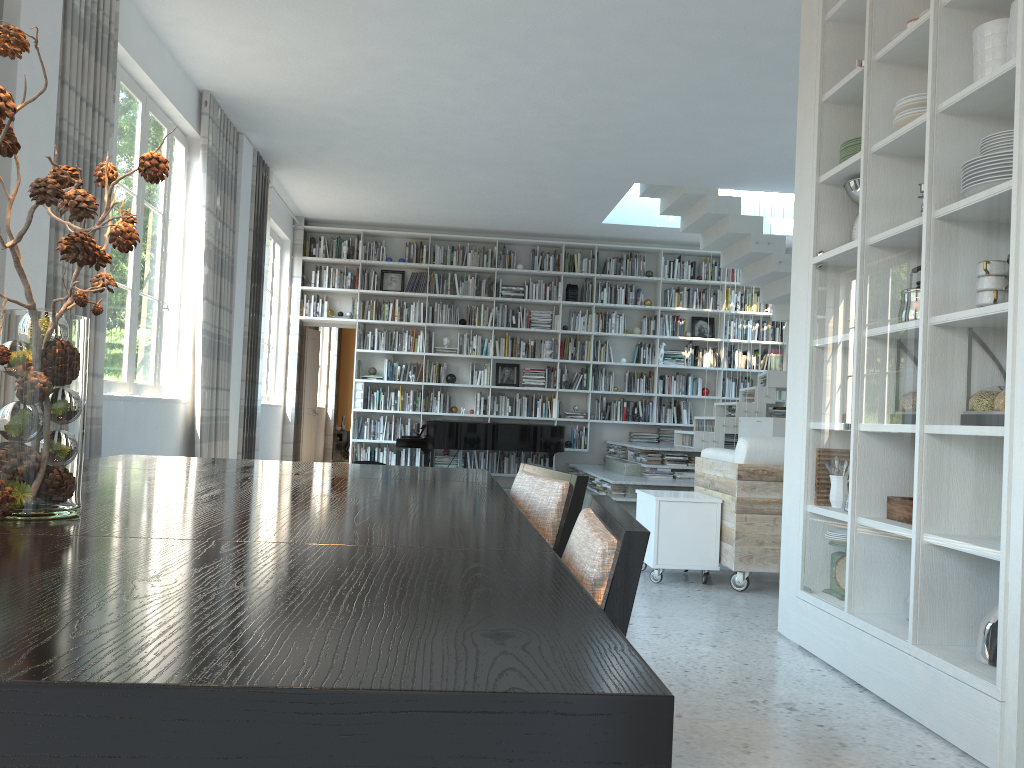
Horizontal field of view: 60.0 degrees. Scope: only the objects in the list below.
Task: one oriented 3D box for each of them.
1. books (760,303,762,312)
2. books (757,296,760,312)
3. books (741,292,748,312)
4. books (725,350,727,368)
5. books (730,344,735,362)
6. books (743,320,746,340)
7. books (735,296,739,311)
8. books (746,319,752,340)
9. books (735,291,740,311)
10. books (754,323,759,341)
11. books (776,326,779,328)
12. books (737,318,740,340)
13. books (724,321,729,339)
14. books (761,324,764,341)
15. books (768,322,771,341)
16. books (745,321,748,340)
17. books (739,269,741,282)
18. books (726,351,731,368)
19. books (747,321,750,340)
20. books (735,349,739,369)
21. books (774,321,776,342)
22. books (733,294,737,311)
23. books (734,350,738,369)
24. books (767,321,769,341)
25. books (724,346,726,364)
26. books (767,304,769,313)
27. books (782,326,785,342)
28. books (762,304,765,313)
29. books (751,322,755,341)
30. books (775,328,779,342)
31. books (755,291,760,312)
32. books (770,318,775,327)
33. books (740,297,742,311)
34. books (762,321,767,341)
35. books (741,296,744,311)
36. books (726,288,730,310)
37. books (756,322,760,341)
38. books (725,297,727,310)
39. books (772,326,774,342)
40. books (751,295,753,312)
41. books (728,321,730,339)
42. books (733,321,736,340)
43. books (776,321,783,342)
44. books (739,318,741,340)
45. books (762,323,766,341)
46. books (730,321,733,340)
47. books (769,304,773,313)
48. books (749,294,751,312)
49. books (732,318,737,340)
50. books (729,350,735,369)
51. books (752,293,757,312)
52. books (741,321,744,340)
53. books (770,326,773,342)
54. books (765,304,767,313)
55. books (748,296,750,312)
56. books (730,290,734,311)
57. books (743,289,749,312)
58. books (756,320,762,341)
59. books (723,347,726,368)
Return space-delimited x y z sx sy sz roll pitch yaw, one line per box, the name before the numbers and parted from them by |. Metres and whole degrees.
books | 3.200 -1.012 11.510 0.013 0.212 0.186 3 -2 -4
books | 3.172 -1.017 11.513 0.023 0.220 0.171 3 -2 -4
books | 2.987 -1.046 11.424 0.023 0.253 0.189 3 -2 -4
books | 2.746 -0.311 11.481 0.010 0.238 0.147 3 -2 -4
books | 2.856 -0.347 11.490 0.012 0.322 0.141 3 -2 -4
books | 2.991 -0.684 11.504 0.025 0.270 0.152 3 -2 -4
books | 2.877 -1.021 11.411 0.024 0.193 0.190 3 -2 -4
books | 3.065 -0.687 11.503 0.030 0.283 0.166 3 -2 -4
books | 2.901 -1.054 11.429 0.023 0.263 0.158 3 -2 -4
books | 3.143 -0.664 11.503 0.045 0.245 0.177 3 -2 -4
books | 3.440 -0.641 11.560 0.024 0.230 0.131 3 -2 -4
books | 2.917 -0.700 11.501 0.022 0.297 0.162 3 -2 -4
books | 2.771 -0.686 11.481 0.012 0.254 0.161 3 -2 -4
books | 3.233 -0.655 11.536 0.028 0.237 0.146 3 -2 -4
books | 3.314 -0.667 11.517 0.028 0.268 0.173 3 -2 -4
books | 3.016 -0.677 11.496 0.024 0.259 0.156 3 -2 -4
books | 2.934 -1.439 11.508 0.012 0.306 0.184 3 -2 -4
books | 2.793 -0.307 11.494 0.066 0.236 0.144 3 -2 -4
books | 3.039 -0.678 11.496 0.022 0.262 0.172 3 -2 -4
books | 2.899 -0.317 11.485 0.022 0.265 0.157 3 -2 -4
books | 3.396 -0.670 11.538 0.013 0.283 0.149 3 -2 -4
books | 2.841 -1.038 11.415 0.049 0.223 0.161 3 -2 -4
books | 2.875 -0.309 11.472 0.026 0.245 0.180 3 -2 -4
books | 3.293 -0.672 11.518 0.013 0.277 0.188 3 -2 -4
books | 2.737 -0.338 11.480 0.010 0.293 0.164 3 -2 -4
books | 3.311 -1.043 11.536 0.023 0.287 0.163 3 -2 -4
books | 3.502 -0.633 11.536 0.021 0.219 0.184 3 -2 -4
books | 3.246 -0.994 11.538 0.034 0.182 0.156 3 -2 -4
books | 3.113 -0.669 11.521 0.012 0.254 0.161 3 -2 -4
books | 3.416 -0.626 11.523 0.029 0.195 0.192 3 -2 -4
books | 3.189 -1.053 11.523 0.010 0.295 0.165 3 -2 -4
books | 3.384 -0.694 11.546 0.013 0.330 0.140 3 -2 -4
books | 2.927 -1.019 11.471 0.038 0.199 0.170 3 -2 -4
books | 3.281 -0.676 11.521 0.012 0.283 0.151 3 -2 -4
books | 2.961 -1.025 11.440 0.025 0.211 0.135 3 -2 -4
books | 2.764 -1.077 11.406 0.010 0.294 0.183 3 -2 -4
books | 3.176 -0.669 11.512 0.023 0.258 0.184 3 -2 -4
books | 2.739 -1.077 11.428 0.036 0.293 0.135 3 -2 -4
books | 3.364 -0.640 11.528 0.025 0.220 0.177 3 -2 -4
books | 3.073 -1.025 11.435 0.013 0.222 0.174 3 -2 -4
books | 2.789 -0.683 11.495 0.026 0.250 0.160 3 -2 -4
books | 2.851 -0.684 11.483 0.026 0.256 0.173 3 -2 -4
books | 3.473 -0.671 11.533 0.042 0.292 0.186 3 -2 -4
books | 2.935 -0.698 11.491 0.012 0.292 0.165 3 -2 -4
books | 3.261 -0.661 11.528 0.025 0.252 0.160 3 -2 -4
books | 2.816 -0.681 11.469 0.023 0.247 0.182 3 -2 -4
books | 3.357 -1.025 11.535 0.070 0.254 0.154 3 -2 -4
books | 3.043 -1.037 11.442 0.022 0.242 0.144 3 -2 -4
books | 2.873 -0.698 11.471 0.014 0.285 0.185 3 -2 -4
books | 2.839 -0.309 11.470 0.022 0.243 0.170 3 -2 -4
books | 3.099 -1.033 11.460 0.042 0.242 0.248 3 -2 -4
books | 2.973 -0.680 11.494 0.013 0.260 0.158 3 -2 -4
books | 3.340 -0.638 11.517 0.025 0.211 0.188 3 -2 -4
books | 3.277 -1.032 11.522 0.022 0.261 0.160 3 -2 -4
books | 3.026 -1.020 11.435 0.014 0.206 0.184 3 -2 -4
books | 2.806 -1.059 11.401 0.026 0.263 0.189 3 -2 -4
books | 3.010 -1.066 11.431 0.022 0.296 0.152 3 -2 -4
books | 3.208 -0.683 11.534 0.024 0.291 0.132 3 -2 -4
books | 2.720 -0.332 11.464 0.025 0.277 0.160 3 -2 -4
